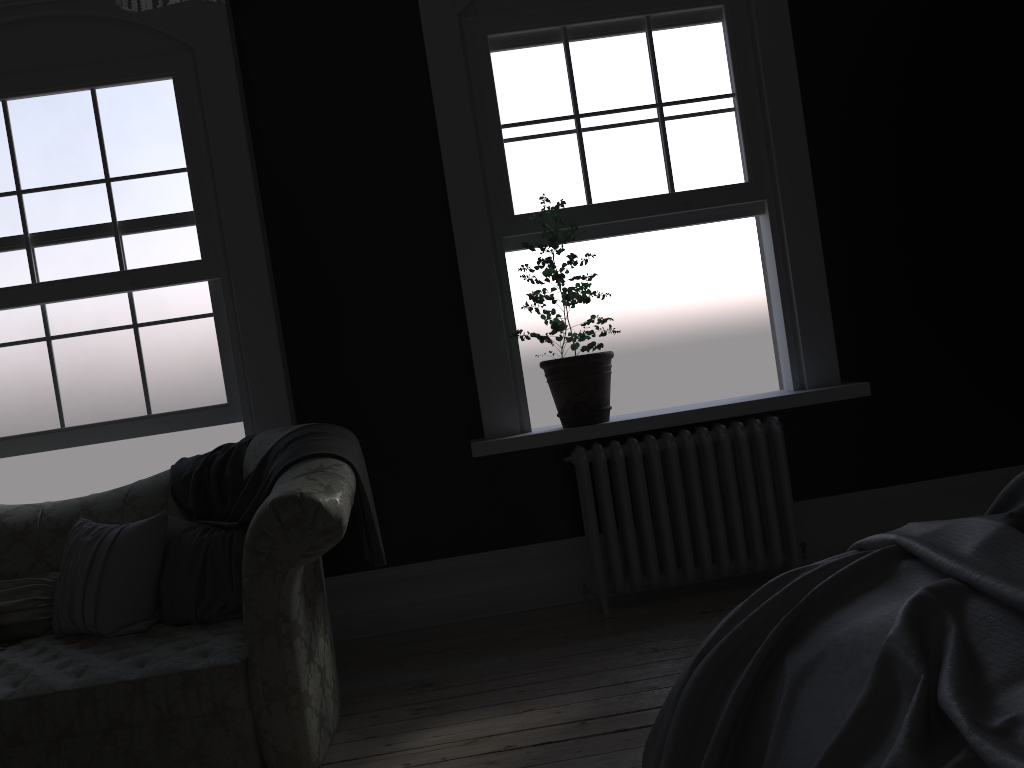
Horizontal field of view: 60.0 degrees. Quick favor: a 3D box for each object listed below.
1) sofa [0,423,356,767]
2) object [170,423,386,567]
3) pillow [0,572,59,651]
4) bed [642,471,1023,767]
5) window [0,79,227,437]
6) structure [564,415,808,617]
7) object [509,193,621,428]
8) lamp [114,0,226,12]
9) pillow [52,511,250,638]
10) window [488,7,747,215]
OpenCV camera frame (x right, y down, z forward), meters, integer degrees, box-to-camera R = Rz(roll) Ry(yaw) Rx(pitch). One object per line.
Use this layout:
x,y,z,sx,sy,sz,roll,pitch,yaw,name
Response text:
-1.914,0.915,3.556,2.812,1.161,1.605,-9,1,-2,sofa
-1.013,0.487,3.701,0.516,0.585,1.369,-10,1,-44,object
-2.399,0.900,3.459,1.105,0.416,0.529,-9,1,-3,pillow
1.683,0.293,1.551,3.281,1.299,2.766,-9,1,-15,bed
-2.145,-0.612,4.383,1.262,1.672,0.056,-9,2,-3,window
0.866,0.644,4.368,1.141,0.849,0.276,-9,2,-3,structure
0.270,-0.357,4.377,0.475,1.134,0.504,-7,2,37,object
-0.658,-1.597,1.301,0.784,2.050,0.781,-7,2,40,lamp
-1.416,0.730,3.533,0.964,0.462,0.404,-9,1,4,pillow
0.544,-1.352,4.521,1.262,1.017,0.056,-9,2,-3,window
